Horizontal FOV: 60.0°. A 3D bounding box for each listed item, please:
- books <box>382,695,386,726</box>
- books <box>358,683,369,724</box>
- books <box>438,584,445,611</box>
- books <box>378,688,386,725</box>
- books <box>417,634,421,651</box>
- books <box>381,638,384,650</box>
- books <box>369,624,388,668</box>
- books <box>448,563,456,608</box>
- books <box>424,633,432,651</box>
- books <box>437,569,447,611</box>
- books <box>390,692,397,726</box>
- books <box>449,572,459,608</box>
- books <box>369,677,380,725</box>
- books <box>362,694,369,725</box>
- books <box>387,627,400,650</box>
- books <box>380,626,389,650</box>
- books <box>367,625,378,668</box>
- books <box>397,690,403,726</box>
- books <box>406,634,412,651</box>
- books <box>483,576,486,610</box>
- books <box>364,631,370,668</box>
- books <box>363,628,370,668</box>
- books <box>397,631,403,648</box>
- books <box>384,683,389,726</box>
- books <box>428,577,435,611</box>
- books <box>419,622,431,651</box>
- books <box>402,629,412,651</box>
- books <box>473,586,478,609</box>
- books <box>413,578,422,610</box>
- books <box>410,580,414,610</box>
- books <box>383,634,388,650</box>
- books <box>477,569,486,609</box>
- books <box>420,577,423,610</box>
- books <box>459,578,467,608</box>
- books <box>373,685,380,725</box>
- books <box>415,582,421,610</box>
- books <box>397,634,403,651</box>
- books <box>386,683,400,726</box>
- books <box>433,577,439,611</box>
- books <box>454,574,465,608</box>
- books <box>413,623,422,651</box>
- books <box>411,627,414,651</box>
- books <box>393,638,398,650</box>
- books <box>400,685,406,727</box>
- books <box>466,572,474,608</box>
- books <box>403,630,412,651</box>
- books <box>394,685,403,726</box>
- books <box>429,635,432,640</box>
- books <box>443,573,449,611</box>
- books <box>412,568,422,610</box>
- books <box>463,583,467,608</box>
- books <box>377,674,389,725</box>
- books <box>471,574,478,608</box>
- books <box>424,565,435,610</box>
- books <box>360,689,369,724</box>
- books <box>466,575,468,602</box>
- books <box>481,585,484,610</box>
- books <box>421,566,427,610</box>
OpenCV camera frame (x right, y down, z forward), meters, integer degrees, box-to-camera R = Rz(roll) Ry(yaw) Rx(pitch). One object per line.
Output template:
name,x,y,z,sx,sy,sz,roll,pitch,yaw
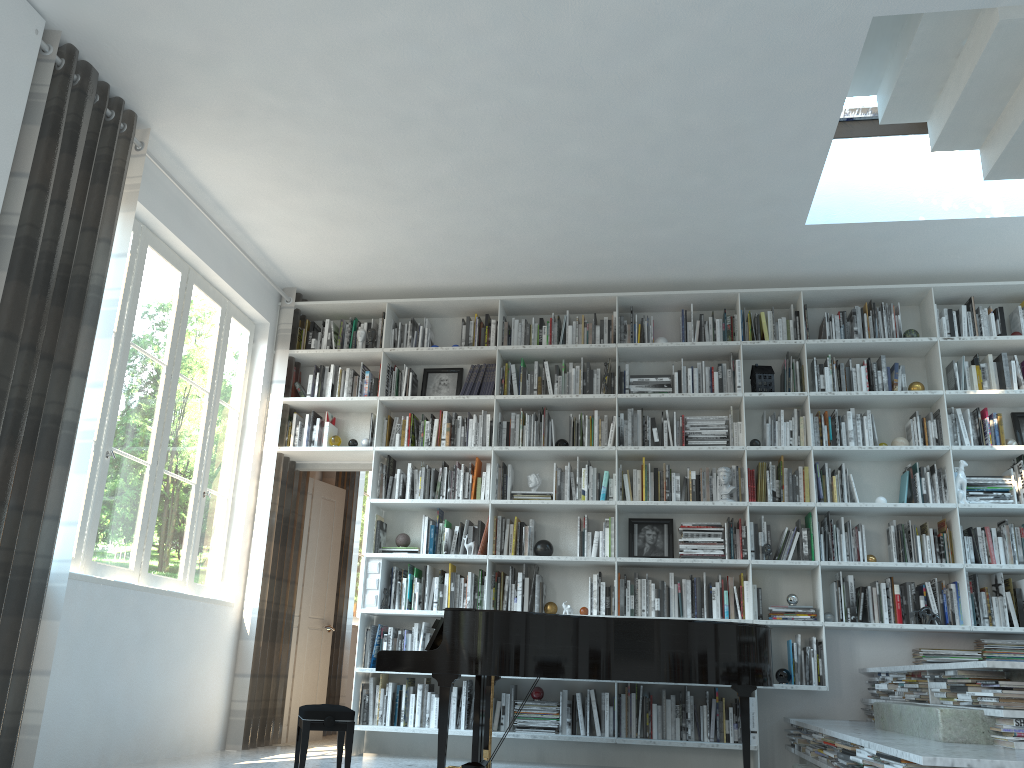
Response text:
books,-0.819,2.146,5.839,0.022,0.185,0.146,-1,-18,9
books,-0.977,2.118,5.880,0.012,0.253,0.161,-1,-18,9
books,-0.458,1.452,5.986,0.029,0.181,0.190,-1,-18,9
books,-0.840,2.125,5.842,0.022,0.225,0.155,-1,-18,9
books,-0.614,1.792,5.927,0.012,0.232,0.149,-1,-18,9
books,-0.847,1.811,5.958,0.024,0.197,0.149,-1,-18,9
books,-0.896,1.764,5.959,0.052,0.282,0.173,-1,-18,9
books,-0.406,1.387,6.007,0.021,0.321,0.172,-1,-18,9
books,-0.555,1.788,5.919,0.031,0.238,0.132,-1,-18,9
books,-0.476,1.408,6.013,0.014,0.281,0.150,-1,-18,9
books,-0.761,2.137,5.835,0.022,0.205,0.159,-1,-18,9
books,-0.384,1.414,5.986,0.028,0.259,0.181,-1,-18,9
books,-0.906,2.095,5.864,0.044,0.292,0.182,-1,-18,9
books,-0.940,2.139,5.839,0.029,0.190,0.177,-1,-18,9
books,-0.799,1.773,5.945,0.029,0.265,0.172,-1,-18,9
books,-0.862,1.775,5.971,0.010,0.272,0.150,-1,-18,9
books,-0.929,1.765,5.955,0.011,0.276,0.190,-1,-18,9
books,-0.718,2.127,5.825,0.022,0.220,0.164,-1,-18,9
books,-0.675,1.789,5.922,0.028,0.228,0.158,-1,-18,9
books,-0.168,1.423,5.954,0.010,0.239,0.175,-1,-18,9
books,-0.946,1.788,5.967,0.029,0.238,0.155,-1,-18,9
books,-0.964,1.786,5.986,0.012,0.253,0.161,-1,-18,9
books,-0.746,1.789,5.958,0.022,0.247,0.134,-1,-18,9
books,-0.803,2.104,5.830,0.013,0.260,0.174,-1,-18,9
books,-0.530,1.439,6.031,0.045,0.229,0.138,-1,-18,9
books,-0.591,1.749,5.915,0.039,0.306,0.173,-1,-18,9
books,-0.706,1.774,5.923,0.013,0.256,0.190,-1,-18,9
books,-0.229,1.455,5.967,0.041,0.181,0.142,-1,-18,9
books,-0.635,1.437,6.021,0.015,0.218,0.190,-1,-18,9
books,-0.662,1.450,6.049,0.016,0.210,0.146,-1,-18,9
books,-0.827,1.793,5.937,0.022,0.220,0.188,-1,-18,9
books,-0.203,1.399,5.960,0.014,0.285,0.180,-1,-18,9
books,-0.598,1.441,6.046,0.016,0.230,0.137,-1,-18,9
books,-0.328,1.434,5.991,0.025,0.228,0.153,-1,-18,9
books,-0.872,2.119,5.858,0.024,0.245,0.143,-1,-18,9
books,-0.620,1.450,6.010,0.016,0.188,0.184,-1,-18,9
books,-0.727,1.790,5.919,0.028,0.222,0.189,-1,-18,9
books,-0.784,2.104,5.833,0.023,0.265,0.177,-1,-18,9
books,-0.497,1.433,6.009,0.027,0.229,0.159,-1,-18,9
books,-0.356,1.420,5.984,0.028,0.248,0.159,-1,-18,9
books,-0.632,1.759,5.937,0.027,0.298,0.143,-1,-18,9
books,-0.651,1.774,5.944,0.013,0.272,0.146,-1,-18,9
books,-0.770,1.811,5.951,0.025,0.199,0.137,-1,-18,9
books,-0.692,2.112,5.831,0.027,0.255,0.161,-1,-18,9
books,-0.274,1.410,5.969,0.021,0.264,0.186,-1,-18,9
books,-0.696,1.774,5.916,0.010,0.251,0.178,-1,-18,9
books,-0.738,2.116,5.842,0.022,0.251,0.140,-1,-18,9
books,-0.527,1.793,5.909,0.028,0.224,0.134,-1,-18,9
books,-0.428,1.421,6.002,0.026,0.253,0.177,-1,-18,9
books,-0.645,1.403,6.027,0.007,0.285,0.183,-1,-18,9
books,-0.304,1.451,5.984,0.023,0.193,0.140,-1,-18,9
books,-0.854,2.083,5.863,0.011,0.317,0.158,-1,-18,9
books,-0.254,1.419,5.983,0.013,0.259,0.143,-1,-18,9
books,-0.559,1.397,6.029,0.012,0.305,0.190,-1,-18,9
books,-0.960,2.136,5.872,0.023,0.215,0.159,-1,-18,9
books,-0.287,1.425,5.985,0.010,0.245,0.160,-1,-18,9
books,-0.182,1.456,5.973,0.023,0.186,0.131,-1,-18,9
books,-0.576,1.397,6.020,0.019,0.299,0.180,-1,-18,9
